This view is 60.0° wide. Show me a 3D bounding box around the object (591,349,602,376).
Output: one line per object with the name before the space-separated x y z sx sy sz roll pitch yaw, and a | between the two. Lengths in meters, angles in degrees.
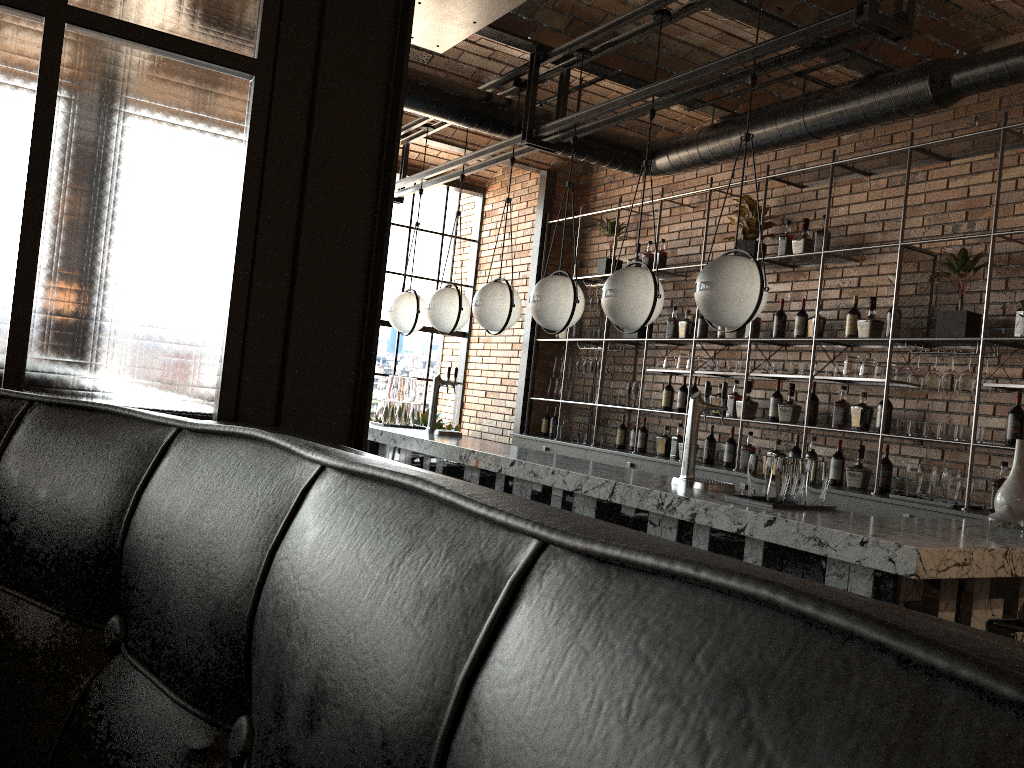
object | 0.778 -0.200 8.151 0.092 0.244 0.092 6 -1 -25

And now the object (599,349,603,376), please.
object | 0.834 -0.195 8.057 0.092 0.244 0.092 6 -1 -25

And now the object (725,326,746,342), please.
object | 1.662 -0.457 6.574 0.123 0.279 0.123 7 -1 -42

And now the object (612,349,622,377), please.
object | 0.939 -0.187 7.883 0.092 0.244 0.092 6 -1 -25

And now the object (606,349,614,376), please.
object | 0.885 -0.191 7.972 0.092 0.244 0.092 6 -1 -25

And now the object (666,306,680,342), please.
object | 1.309 -0.488 7.187 0.083 0.282 0.083 5 -1 44

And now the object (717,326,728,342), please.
object | 1.608 -0.472 6.706 0.086 0.298 0.086 6 -1 18

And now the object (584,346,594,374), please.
object | 0.694 -0.212 7.971 0.092 0.244 0.092 6 -1 -25

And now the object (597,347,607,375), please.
object | 0.798 -0.203 7.798 0.092 0.244 0.092 6 -1 -25

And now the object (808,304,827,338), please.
object | 2.048 -0.410 5.954 0.094 0.248 0.151 6 -1 -2

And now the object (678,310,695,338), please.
object | 1.389 -0.464 7.049 0.094 0.248 0.151 7 -1 -27

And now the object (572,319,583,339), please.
object | 0.624 -0.553 8.335 0.086 0.299 0.086 6 -1 18

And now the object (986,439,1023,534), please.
object | 2.195 0.439 3.774 0.319 0.397 0.316 6 -1 18

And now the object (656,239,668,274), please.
object | 1.247 -1.068 7.400 0.083 0.282 0.083 6 -1 -16

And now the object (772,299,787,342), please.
object | 1.887 -0.450 6.234 0.086 0.299 0.086 6 -1 18

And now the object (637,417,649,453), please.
object | 1.091 0.423 7.387 0.086 0.298 0.086 6 -1 18

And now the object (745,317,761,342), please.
object | 1.756 -0.452 6.444 0.083 0.282 0.083 7 -1 -31

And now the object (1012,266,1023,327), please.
object | 2.576 -0.099 3.955 0.673 1.546 0.584 6 -1 8

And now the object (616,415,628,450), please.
object | 0.948 0.412 7.623 0.086 0.299 0.086 6 -1 18

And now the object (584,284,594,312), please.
object | 0.698 -0.786 8.074 0.092 0.244 0.092 6 -1 -25

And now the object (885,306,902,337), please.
object | 2.353 -0.411 5.459 0.086 0.297 0.086 6 -1 18

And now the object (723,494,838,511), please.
object | 1.180 0.521 3.900 0.437 0.019 0.273 7 -1 -31

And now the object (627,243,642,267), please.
object | 1.081 -1.079 7.678 0.123 0.279 0.123 7 -1 -42

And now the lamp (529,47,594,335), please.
lamp | 0.347 -1.175 5.432 0.340 1.754 0.340 6 -1 15

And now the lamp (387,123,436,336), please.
lamp | -0.785 -1.267 7.314 0.340 1.754 0.340 6 -1 15

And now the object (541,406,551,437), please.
object | 0.337 0.363 8.638 0.086 0.299 0.086 6 -1 18

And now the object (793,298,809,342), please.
object | 1.995 -0.440 6.108 0.086 0.298 0.086 6 -1 18

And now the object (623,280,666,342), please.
object | 1.102 -0.627 7.502 0.425 0.526 0.430 6 -1 -19

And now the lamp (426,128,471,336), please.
lamp | -0.408 -1.237 6.687 0.340 1.754 0.340 6 -1 15

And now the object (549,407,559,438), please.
object | 0.410 0.367 8.458 0.086 0.297 0.086 6 -1 3

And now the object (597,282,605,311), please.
object | 0.806 -0.777 7.895 0.092 0.244 0.092 6 -1 -25

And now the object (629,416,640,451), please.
object | 1.051 0.420 7.501 0.086 0.298 0.086 6 -1 18

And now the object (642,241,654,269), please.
object | 1.161 -1.075 7.543 0.083 0.282 0.083 5 -1 44

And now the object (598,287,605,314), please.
object | 0.838 -0.769 8.159 0.092 0.244 0.092 6 -1 -25

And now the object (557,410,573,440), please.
object | 0.499 0.385 8.329 0.123 0.279 0.123 6 -1 -17

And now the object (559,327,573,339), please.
object | 0.528 -0.550 8.459 0.123 0.279 0.123 7 -1 -42

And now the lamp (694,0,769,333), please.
lamp | 1.101 -1.114 4.177 0.340 1.754 0.340 6 -1 15

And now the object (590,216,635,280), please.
object | 0.905 -1.231 8.045 0.422 0.554 0.377 7 -1 -43

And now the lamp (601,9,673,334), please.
lamp | 0.724 -1.145 4.804 0.340 1.754 0.340 6 -1 15

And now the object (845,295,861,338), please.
object | 2.202 -0.423 5.715 0.086 0.299 0.086 6 -1 18

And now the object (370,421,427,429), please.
object | -0.946 0.348 7.440 0.437 0.019 0.273 7 -1 -31

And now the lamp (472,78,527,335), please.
lamp | -0.031 -1.206 6.059 0.340 1.754 0.340 6 -1 15

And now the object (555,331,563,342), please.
object | 0.476 -0.564 8.635 0.086 0.298 0.086 6 -1 18

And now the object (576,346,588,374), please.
object | 0.637 -0.216 8.066 0.092 0.244 0.092 6 -1 -25

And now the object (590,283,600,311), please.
object | 0.755 -0.781 7.980 0.092 0.244 0.092 6 -1 -25

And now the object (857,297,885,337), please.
object | 2.260 -0.409 5.579 0.123 0.279 0.123 6 -1 -22

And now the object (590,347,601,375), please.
object | 0.745 -0.207 7.887 0.092 0.244 0.092 6 -1 -25
